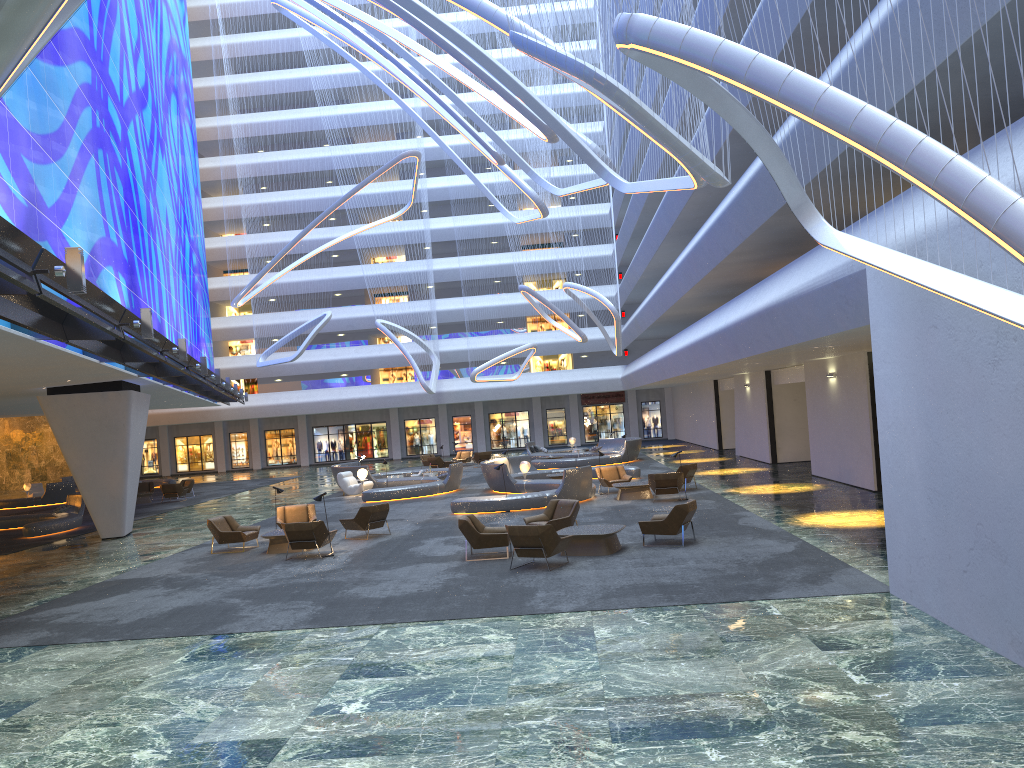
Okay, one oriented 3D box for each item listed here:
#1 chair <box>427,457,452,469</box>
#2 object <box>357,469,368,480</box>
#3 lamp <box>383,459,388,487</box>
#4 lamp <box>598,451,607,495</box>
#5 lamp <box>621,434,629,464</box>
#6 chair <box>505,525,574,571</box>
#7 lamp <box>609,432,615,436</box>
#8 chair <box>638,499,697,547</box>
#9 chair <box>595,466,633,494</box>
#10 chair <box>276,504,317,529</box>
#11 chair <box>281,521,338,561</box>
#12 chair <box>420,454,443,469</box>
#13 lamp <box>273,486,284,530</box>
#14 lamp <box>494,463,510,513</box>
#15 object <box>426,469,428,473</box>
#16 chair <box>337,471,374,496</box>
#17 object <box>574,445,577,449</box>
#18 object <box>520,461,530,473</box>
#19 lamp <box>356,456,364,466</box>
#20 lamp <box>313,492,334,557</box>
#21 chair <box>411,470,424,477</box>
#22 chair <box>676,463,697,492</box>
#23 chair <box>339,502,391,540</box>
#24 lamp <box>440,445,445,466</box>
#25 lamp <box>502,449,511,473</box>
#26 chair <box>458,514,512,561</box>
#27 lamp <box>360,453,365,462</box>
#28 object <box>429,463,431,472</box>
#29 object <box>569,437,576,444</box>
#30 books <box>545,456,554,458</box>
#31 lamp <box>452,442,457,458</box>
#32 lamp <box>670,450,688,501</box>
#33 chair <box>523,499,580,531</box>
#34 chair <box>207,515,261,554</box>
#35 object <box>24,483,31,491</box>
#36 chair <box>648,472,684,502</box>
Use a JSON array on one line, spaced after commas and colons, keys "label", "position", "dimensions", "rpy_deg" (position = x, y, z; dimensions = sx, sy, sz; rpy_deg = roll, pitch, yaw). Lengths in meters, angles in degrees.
[{"label": "chair", "position": [-3.495, 3.841, 42.424], "dimensions": [0.931, 0.766, 0.937], "rpy_deg": [-5, -1, 44]}, {"label": "object", "position": [-5.343, 3.220, 31.692], "dimensions": [0.366, 0.387, 0.318], "rpy_deg": [-4, -1, -15]}, {"label": "lamp", "position": [-4.414, 3.290, 31.207], "dimensions": [0.201, 1.300, 0.384], "rpy_deg": [-4, 0, -22]}, {"label": "lamp", "position": [2.636, 2.600, 26.091], "dimensions": [0.202, 1.300, 0.384], "rpy_deg": [-4, 0, 19]}, {"label": "lamp", "position": [4.943, 2.816, 38.570], "dimensions": [0.201, 1.300, 0.384], "rpy_deg": [-4, 0, -38]}, {"label": "chair", "position": [0.438, 2.683, 14.820], "dimensions": [0.930, 0.766, 0.938], "rpy_deg": [-5, -1, 30]}, {"label": "lamp", "position": [4.874, 2.948, 42.628], "dimensions": [0.384, 1.300, 0.202], "rpy_deg": [-4, 0, 3]}, {"label": "chair", "position": [2.875, 2.544, 16.234], "dimensions": [0.940, 0.766, 0.928], "rpy_deg": [-5, -1, 28]}, {"label": "chair", "position": [3.009, 2.848, 26.301], "dimensions": [0.929, 0.766, 0.939], "rpy_deg": [-4, -1, -14]}, {"label": "chair", "position": [-5.122, 3.298, 21.107], "dimensions": [0.929, 0.766, 0.939], "rpy_deg": [-4, -1, -14]}, {"label": "chair", "position": [-4.106, 3.122, 17.914], "dimensions": [0.930, 0.766, 0.938], "rpy_deg": [-4, -1, 9]}, {"label": "chair", "position": [-4.146, 3.976, 45.172], "dimensions": [0.928, 0.766, 0.940], "rpy_deg": [-3, -1, -43]}, {"label": "lamp", "position": [-5.496, 3.050, 20.898], "dimensions": [0.202, 1.300, 0.384], "rpy_deg": [-4, 0, 19]}, {"label": "lamp", "position": [-0.266, 2.733, 23.356], "dimensions": [0.384, 1.300, 0.201], "rpy_deg": [-4, 0, 20]}, {"label": "object", "position": [-3.480, 3.567, 36.329], "dimensions": [0.071, 0.118, 0.151], "rpy_deg": [-4, -1, 13]}, {"label": "chair", "position": [-5.737, 3.642, 32.500], "dimensions": [1.158, 0.882, 0.728], "rpy_deg": [-5, -1, 22]}, {"label": "object", "position": [3.281, 3.273, 45.456], "dimensions": [0.131, 0.252, 0.103], "rpy_deg": [-4, 0, -14]}, {"label": "object", "position": [0.428, 2.698, 28.909], "dimensions": [0.367, 0.387, 0.318], "rpy_deg": [-4, -1, 10]}, {"label": "lamp", "position": [-6.207, 3.586, 36.360], "dimensions": [0.384, 1.300, 0.202], "rpy_deg": [-4, 0, -4]}, {"label": "lamp", "position": [-3.790, 2.826, 17.839], "dimensions": [0.384, 1.300, 0.201], "rpy_deg": [-4, 0, 20]}, {"label": "chair", "position": [-4.391, 3.855, 36.478], "dimensions": [1.782, 0.501, 0.586], "rpy_deg": [-3, -1, -33]}, {"label": "chair", "position": [4.807, 2.689, 25.520], "dimensions": [0.940, 0.766, 0.928], "rpy_deg": [-5, -1, 36]}, {"label": "chair", "position": [-3.324, 3.138, 20.327], "dimensions": [0.940, 0.766, 0.928], "rpy_deg": [-5, -1, 36]}, {"label": "lamp", "position": [-3.283, 3.547, 42.169], "dimensions": [0.201, 1.300, 0.384], "rpy_deg": [-4, 0, -35]}, {"label": "lamp", "position": [-0.165, 2.983, 31.606], "dimensions": [0.384, 1.300, 0.201], "rpy_deg": [-4, 0, 20]}, {"label": "chair", "position": [-0.467, 2.797, 16.279], "dimensions": [0.939, 0.766, 0.929], "rpy_deg": [-4, -1, 5]}, {"label": "lamp", "position": [-6.520, 3.684, 38.753], "dimensions": [0.201, 1.300, 0.384], "rpy_deg": [-4, 0, -43]}, {"label": "object", "position": [-3.361, 3.442, 36.413], "dimensions": [0.066, 0.356, 0.076], "rpy_deg": [-4, 0, -30]}, {"label": "object", "position": [3.287, 3.091, 48.079], "dimensions": [0.366, 0.387, 0.318], "rpy_deg": [-4, -1, -15]}, {"label": "books", "position": [1.729, 3.372, 41.052], "dimensions": [0.395, 0.039, 0.301], "rpy_deg": [-5, -2, 17]}, {"label": "lamp", "position": [-2.921, 3.629, 45.654], "dimensions": [0.383, 1.300, 0.202], "rpy_deg": [-4, 0, -35]}, {"label": "lamp", "position": [4.341, 2.376, 23.033], "dimensions": [0.384, 1.300, 0.201], "rpy_deg": [-4, 0, 20]}, {"label": "chair", "position": [0.841, 2.744, 17.742], "dimensions": [0.937, 0.766, 0.931], "rpy_deg": [-4, -1, -35]}, {"label": "chair", "position": [-6.216, 3.339, 19.785], "dimensions": [0.939, 0.766, 0.929], "rpy_deg": [-5, -1, 11]}, {"label": "object", "position": [-22.987, 4.870, 42.032], "dimensions": [0.367, 0.387, 0.318], "rpy_deg": [-4, -1, 10]}, {"label": "chair", "position": [4.026, 2.672, 23.108], "dimensions": [0.930, 0.766, 0.938], "rpy_deg": [-4, -1, 9]}]
